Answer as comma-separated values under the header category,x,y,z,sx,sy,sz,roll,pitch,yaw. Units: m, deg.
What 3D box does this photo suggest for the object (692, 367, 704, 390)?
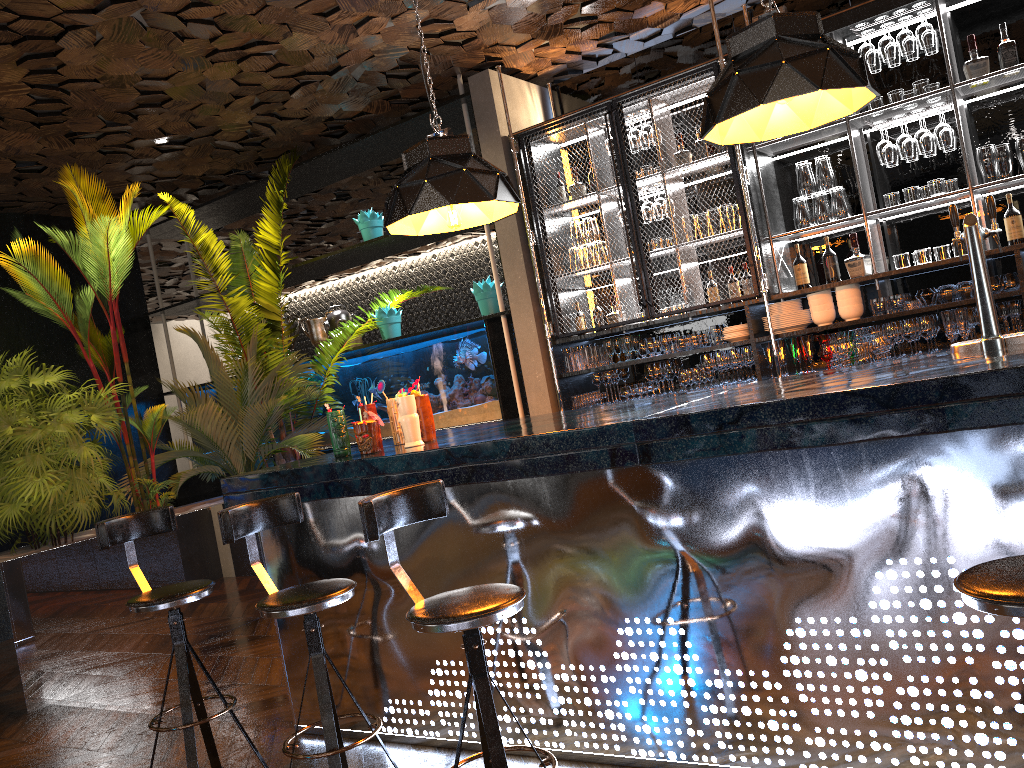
category,x,y,z,sx,sy,sz,roll,pitch,yaw
object,1.229,-0.033,5.856,0.074,0.146,0.065,-10,0,28

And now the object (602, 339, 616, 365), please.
category,x,y,z,sx,sy,sz,roll,pitch,yaw
object,0.680,-0.218,6.127,0.087,0.170,0.087,-11,0,-6

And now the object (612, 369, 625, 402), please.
category,x,y,z,sx,sy,sz,roll,pitch,yaw
object,0.745,0.013,6.254,0.091,0.227,0.091,-11,0,-3

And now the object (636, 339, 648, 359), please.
category,x,y,z,sx,sy,sz,roll,pitch,yaw
object,0.895,-0.239,6.066,0.081,0.132,0.081,-10,0,6

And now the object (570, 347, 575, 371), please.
category,x,y,z,sx,sy,sz,roll,pitch,yaw
object,0.442,-0.179,6.404,0.067,0.174,0.067,-11,0,-16

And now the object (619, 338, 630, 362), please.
category,x,y,z,sx,sy,sz,roll,pitch,yaw
object,0.797,-0.240,6.144,0.087,0.170,0.087,-11,0,-6

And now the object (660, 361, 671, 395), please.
category,x,y,z,sx,sy,sz,roll,pitch,yaw
object,1.036,-0.041,6.120,0.088,0.229,0.077,-11,0,-40

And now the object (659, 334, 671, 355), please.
category,x,y,z,sx,sy,sz,roll,pitch,yaw
object,1.023,-0.261,5.903,0.074,0.131,0.074,-11,0,-43

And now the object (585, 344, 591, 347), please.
category,x,y,z,sx,sy,sz,roll,pitch,yaw
object,0.553,-0.200,6.452,0.067,0.174,0.067,-11,0,-6

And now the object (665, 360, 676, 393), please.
category,x,y,z,sx,sy,sz,roll,pitch,yaw
object,1.088,-0.051,6.196,0.077,0.229,0.088,-10,0,8

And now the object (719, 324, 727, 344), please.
category,x,y,z,sx,sy,sz,roll,pitch,yaw
object,1.406,-0.332,5.959,0.074,0.131,0.074,-11,0,-43

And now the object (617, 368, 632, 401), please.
category,x,y,z,sx,sy,sz,roll,pitch,yaw
object,0.812,0.001,6.349,0.091,0.227,0.091,-11,0,-3

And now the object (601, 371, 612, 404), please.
category,x,y,z,sx,sy,sz,roll,pitch,yaw
object,0.672,0.027,6.312,0.091,0.227,0.091,-11,0,-17

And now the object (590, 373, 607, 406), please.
category,x,y,z,sx,sy,sz,roll,pitch,yaw
object,0.611,0.038,6.223,0.091,0.227,0.091,-11,0,-4

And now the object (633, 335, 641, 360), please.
category,x,y,z,sx,sy,sz,roll,pitch,yaw
object,0.876,-0.255,6.264,0.087,0.170,0.087,-11,0,-6

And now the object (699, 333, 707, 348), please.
category,x,y,z,sx,sy,sz,roll,pitch,yaw
object,1.267,-0.290,5.953,0.078,0.099,0.078,-10,0,1

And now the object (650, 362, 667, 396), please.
category,x,y,z,sx,sy,sz,roll,pitch,yaw
object,0.995,-0.033,6.050,0.088,0.229,0.077,-11,0,-7

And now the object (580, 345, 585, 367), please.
category,x,y,z,sx,sy,sz,roll,pitch,yaw
object,0.506,-0.191,6.376,0.067,0.174,0.067,-11,0,-31

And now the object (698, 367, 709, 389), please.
category,x,y,z,sx,sy,sz,roll,pitch,yaw
object,1.287,-0.044,5.945,0.074,0.146,0.065,-11,0,-33

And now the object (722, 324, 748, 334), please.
category,x,y,z,sx,sy,sz,roll,pitch,yaw
object,1.455,-0.347,5.687,0.209,0.060,0.211,-11,0,-12

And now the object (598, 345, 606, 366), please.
category,x,y,z,sx,sy,sz,roll,pitch,yaw
object,0.636,-0.203,6.389,0.058,0.152,0.051,-11,0,-30

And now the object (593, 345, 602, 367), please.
category,x,y,z,sx,sy,sz,roll,pitch,yaw
object,0.601,-0.197,6.341,0.058,0.152,0.051,-11,0,-5

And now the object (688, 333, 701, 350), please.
category,x,y,z,sx,sy,sz,roll,pitch,yaw
object,1.192,-0.275,5.783,0.078,0.099,0.078,-10,0,1

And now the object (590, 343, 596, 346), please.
category,x,y,z,sx,sy,sz,roll,pitch,yaw
object,0.600,-0.209,6.524,0.067,0.174,0.067,-11,0,-16

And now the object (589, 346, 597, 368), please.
category,x,y,z,sx,sy,sz,roll,pitch,yaw
object,0.565,-0.190,6.293,0.058,0.152,0.051,-10,0,38

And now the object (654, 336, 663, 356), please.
category,x,y,z,sx,sy,sz,roll,pitch,yaw
object,0.997,-0.258,6.079,0.081,0.132,0.081,-10,0,6

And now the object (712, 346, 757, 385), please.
category,x,y,z,sx,sy,sz,roll,pitch,yaw
object,1.538,-0.131,5.927,0.376,0.227,0.186,-10,0,32

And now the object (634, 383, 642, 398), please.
category,x,y,z,sx,sy,sz,roll,pitch,yaw
object,0.904,0.048,6.279,0.093,0.101,0.093,-10,0,20

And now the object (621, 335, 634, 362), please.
category,x,y,z,sx,sy,sz,roll,pitch,yaw
object,0.797,-0.240,6.034,0.087,0.170,0.087,-11,0,-6

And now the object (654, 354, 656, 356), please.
category,x,y,z,sx,sy,sz,roll,pitch,yaw
object,0.974,-0.254,6.188,0.081,0.132,0.081,-10,0,6

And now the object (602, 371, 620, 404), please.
category,x,y,z,sx,sy,sz,roll,pitch,yaw
object,0.686,0.025,6.169,0.091,0.227,0.091,-11,0,-33

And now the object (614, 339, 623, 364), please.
category,x,y,z,sx,sy,sz,roll,pitch,yaw
object,0.744,-0.231,6.226,0.087,0.170,0.087,-11,0,-6

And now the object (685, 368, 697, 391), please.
category,x,y,z,sx,sy,sz,roll,pitch,yaw
object,1.204,-0.029,5.992,0.074,0.146,0.065,-11,0,-44

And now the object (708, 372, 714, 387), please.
category,x,y,z,sx,sy,sz,roll,pitch,yaw
object,1.346,-0.056,6.028,0.065,0.146,0.074,-11,0,-34

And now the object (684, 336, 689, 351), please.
category,x,y,z,sx,sy,sz,roll,pitch,yaw
object,1.142,-0.268,5.927,0.078,0.103,0.078,-11,0,-13

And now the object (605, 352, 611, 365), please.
category,x,y,z,sx,sy,sz,roll,pitch,yaw
object,0.690,-0.214,6.493,0.051,0.152,0.058,-11,0,-5

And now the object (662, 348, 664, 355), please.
category,x,y,z,sx,sy,sz,roll,pitch,yaw
object,1.071,-0.272,6.184,0.081,0.132,0.081,-10,0,6

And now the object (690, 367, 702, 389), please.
category,x,y,z,sx,sy,sz,roll,pitch,yaw
object,1.257,-0.039,6.073,0.074,0.146,0.065,-11,0,-27

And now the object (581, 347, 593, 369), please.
category,x,y,z,sx,sy,sz,roll,pitch,yaw
object,0.529,-0.183,6.246,0.051,0.152,0.058,-10,0,39

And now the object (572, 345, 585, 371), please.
category,x,y,z,sx,sy,sz,roll,pitch,yaw
object,0.470,-0.184,6.308,0.067,0.174,0.067,-11,0,-17

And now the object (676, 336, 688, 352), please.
category,x,y,z,sx,sy,sz,roll,pitch,yaw
object,1.115,-0.263,5.844,0.078,0.103,0.078,-11,0,-13

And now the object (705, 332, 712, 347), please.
category,x,y,z,sx,sy,sz,roll,pitch,yaw
object,1.316,-0.299,6.020,0.078,0.099,0.078,-10,0,1

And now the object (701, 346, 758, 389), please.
category,x,y,z,sx,sy,sz,roll,pitch,yaw
object,1.431,-0.111,5.764,0.376,0.227,0.186,-10,0,32

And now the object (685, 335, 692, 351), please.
category,x,y,z,sx,sy,sz,roll,pitch,yaw
object,1.190,-0.277,6.004,0.078,0.103,0.078,-11,0,-13

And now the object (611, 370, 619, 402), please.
category,x,y,z,sx,sy,sz,roll,pitch,yaw
object,0.739,0.014,6.427,0.091,0.227,0.091,-10,0,37

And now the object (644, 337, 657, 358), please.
category,x,y,z,sx,sy,sz,roll,pitch,yaw
object,0.934,-0.246,5.977,0.081,0.132,0.081,-10,0,6

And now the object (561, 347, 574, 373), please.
category,x,y,z,sx,sy,sz,roll,pitch,yaw
object,0.398,-0.171,6.343,0.067,0.174,0.067,-10,0,42

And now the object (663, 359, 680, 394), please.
category,x,y,z,sx,sy,sz,roll,pitch,yaw
object,1.074,-0.047,5.990,0.088,0.229,0.077,-10,0,33

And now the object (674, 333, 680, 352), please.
category,x,y,z,sx,sy,sz,roll,pitch,yaw
object,1.120,-0.279,6.046,0.074,0.131,0.074,-11,0,-43

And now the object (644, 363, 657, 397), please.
category,x,y,z,sx,sy,sz,roll,pitch,yaw
object,0.944,-0.023,5.975,0.077,0.229,0.088,-11,0,-43

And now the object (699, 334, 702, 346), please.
category,x,y,z,sx,sy,sz,roll,pitch,yaw
object,1.215,-0.280,5.876,0.078,0.099,0.078,-10,0,1

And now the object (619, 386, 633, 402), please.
category,x,y,z,sx,sy,sz,roll,pitch,yaw
object,0.787,0.070,6.106,0.093,0.101,0.093,-10,0,2

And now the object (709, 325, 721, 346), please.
category,x,y,z,sx,sy,sz,roll,pitch,yaw
object,1.334,-0.318,5.796,0.074,0.131,0.074,-11,0,-43

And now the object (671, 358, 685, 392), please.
category,x,y,z,sx,sy,sz,roll,pitch,yaw
object,1.145,-0.061,6.091,0.088,0.229,0.077,-10,0,35

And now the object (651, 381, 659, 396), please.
category,x,y,z,sx,sy,sz,roll,pitch,yaw
object,0.989,0.032,6.218,0.093,0.101,0.093,-11,0,-41

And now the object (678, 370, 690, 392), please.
category,x,y,z,sx,sy,sz,roll,pitch,yaw
object,1.148,-0.019,5.905,0.074,0.146,0.065,-10,0,10

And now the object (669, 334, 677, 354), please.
category,x,y,z,sx,sy,sz,roll,pitch,yaw
object,1.073,-0.270,5.973,0.074,0.131,0.074,-11,0,-43

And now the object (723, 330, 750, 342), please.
category,x,y,z,sx,sy,sz,roll,pitch,yaw
object,1.462,-0.307,5.688,0.211,0.060,0.209,-11,0,-7

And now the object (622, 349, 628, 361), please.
category,x,y,z,sx,sy,sz,roll,pitch,yaw
object,0.809,-0.243,6.324,0.087,0.170,0.087,-11,0,-6
